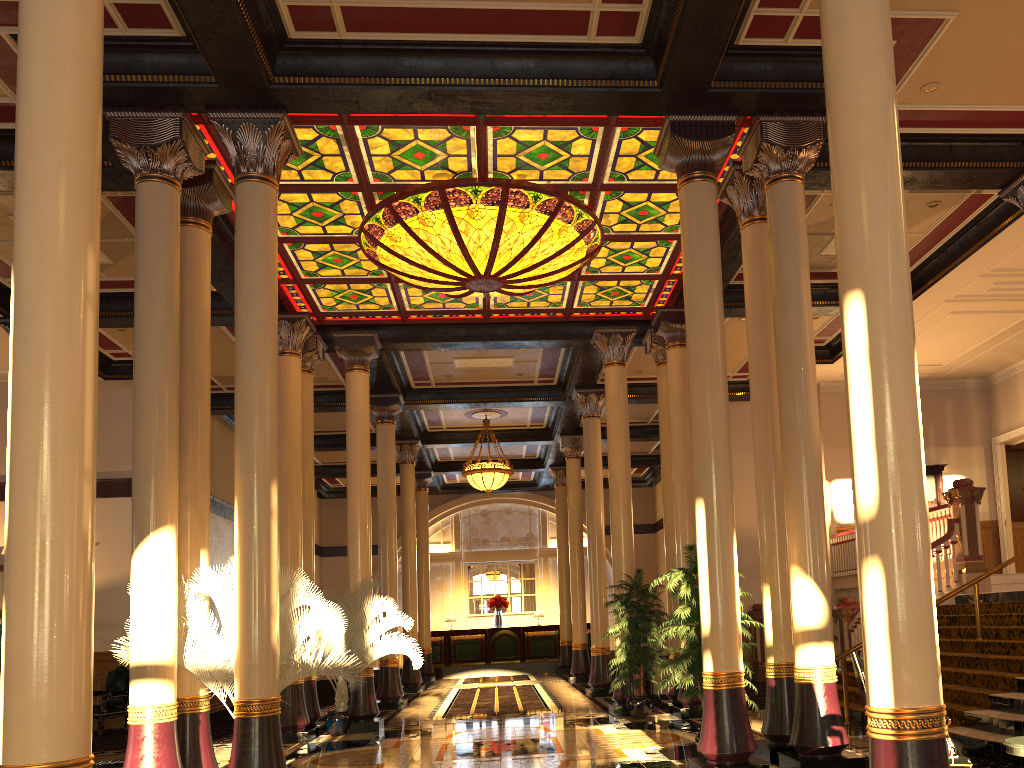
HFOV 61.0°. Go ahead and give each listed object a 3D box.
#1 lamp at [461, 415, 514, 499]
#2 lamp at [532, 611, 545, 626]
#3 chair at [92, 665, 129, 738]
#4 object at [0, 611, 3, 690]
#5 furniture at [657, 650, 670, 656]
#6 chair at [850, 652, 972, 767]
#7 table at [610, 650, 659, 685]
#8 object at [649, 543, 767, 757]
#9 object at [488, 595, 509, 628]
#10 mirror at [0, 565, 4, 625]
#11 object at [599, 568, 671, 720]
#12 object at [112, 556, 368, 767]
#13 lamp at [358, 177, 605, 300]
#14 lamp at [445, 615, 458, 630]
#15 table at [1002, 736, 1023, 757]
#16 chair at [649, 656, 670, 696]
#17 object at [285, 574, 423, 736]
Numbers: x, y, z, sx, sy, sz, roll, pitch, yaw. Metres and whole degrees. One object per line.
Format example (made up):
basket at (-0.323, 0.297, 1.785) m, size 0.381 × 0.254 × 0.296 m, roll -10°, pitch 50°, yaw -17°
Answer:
lamp at (-0.557, 1.645, 19.557) m, size 1.203 × 1.873 × 1.202 m, roll -1°, pitch -9°, yaw -9°
lamp at (0.811, 7.159, 26.570) m, size 0.413 × 0.435 × 0.444 m, roll -12°, pitch -14°, yaw 40°
chair at (-6.677, 5.150, 14.137) m, size 0.723 × 1.079 × 0.777 m, roll -6°, pitch -10°, yaw 21°
object at (-8.094, 4.675, 14.069) m, size 1.128 × 2.113 × 1.010 m, roll 5°, pitch -11°, yaw -45°
furniture at (3.492, 5.882, 18.367) m, size 0.810 × 0.924 × 2.218 m, roll -2°, pitch -14°, yaw -2°
chair at (2.782, 2.407, 6.055) m, size 0.734 × 1.079 × 0.765 m, roll -4°, pitch -9°, yaw 11°
table at (2.320, 5.819, 17.690) m, size 1.110 × 0.757 × 1.672 m, roll -2°, pitch -14°, yaw -3°
object at (1.888, 2.560, 8.348) m, size 1.128 × 2.113 × 1.010 m, roll 5°, pitch -11°, yaw -45°
object at (4.384, 1.353, 13.420) m, size 0.687 × 4.200 × 29.910 m, roll 0°, pitch -15°, yaw -20°
mirror at (-8.363, 3.585, 14.820) m, size 1.393 × 1.527 × 0.202 m, roll -2°, pitch -6°, yaw -6°
object at (1.785, 3.708, 12.431) m, size 1.056 × 2.113 × 1.080 m, roll -1°, pitch -8°, yaw -15°
object at (-2.451, 2.677, 8.149) m, size 2.094 × 2.218 × 1.820 m, roll 0°, pitch -10°, yaw -16°
lamp at (-0.349, -1.495, 10.663) m, size 3.015 × 0.590 × 3.062 m, roll -1°, pitch -15°, yaw -6°
lamp at (-1.838, 7.223, 26.308) m, size 0.413 × 0.435 × 0.444 m, roll -12°, pitch -14°, yaw 40°
table at (3.224, 2.422, 5.211) m, size 0.468 × 0.546 × 0.504 m, roll -10°, pitch -12°, yaw 36°
chair at (3.006, 5.349, 16.309) m, size 0.757 × 0.896 × 0.995 m, roll -6°, pitch -11°, yaw 16°
object at (-2.170, 3.824, 12.342) m, size 1.825 × 2.231 × 2.121 m, roll -3°, pitch -10°, yaw 0°
